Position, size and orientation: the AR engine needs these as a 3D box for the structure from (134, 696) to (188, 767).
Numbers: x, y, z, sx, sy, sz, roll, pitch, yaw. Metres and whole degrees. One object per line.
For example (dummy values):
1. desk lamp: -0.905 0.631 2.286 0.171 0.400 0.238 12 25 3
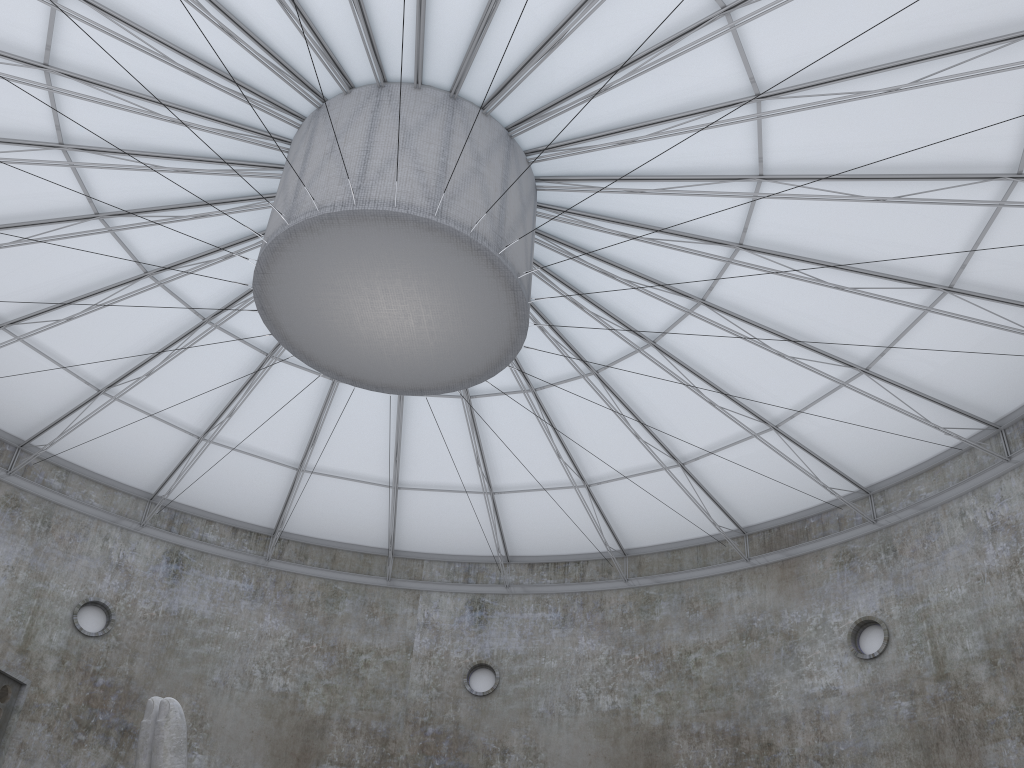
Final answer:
1. structure: -1.416 8.511 14.680 10.887 5.554 15.828 25 -40 -27
